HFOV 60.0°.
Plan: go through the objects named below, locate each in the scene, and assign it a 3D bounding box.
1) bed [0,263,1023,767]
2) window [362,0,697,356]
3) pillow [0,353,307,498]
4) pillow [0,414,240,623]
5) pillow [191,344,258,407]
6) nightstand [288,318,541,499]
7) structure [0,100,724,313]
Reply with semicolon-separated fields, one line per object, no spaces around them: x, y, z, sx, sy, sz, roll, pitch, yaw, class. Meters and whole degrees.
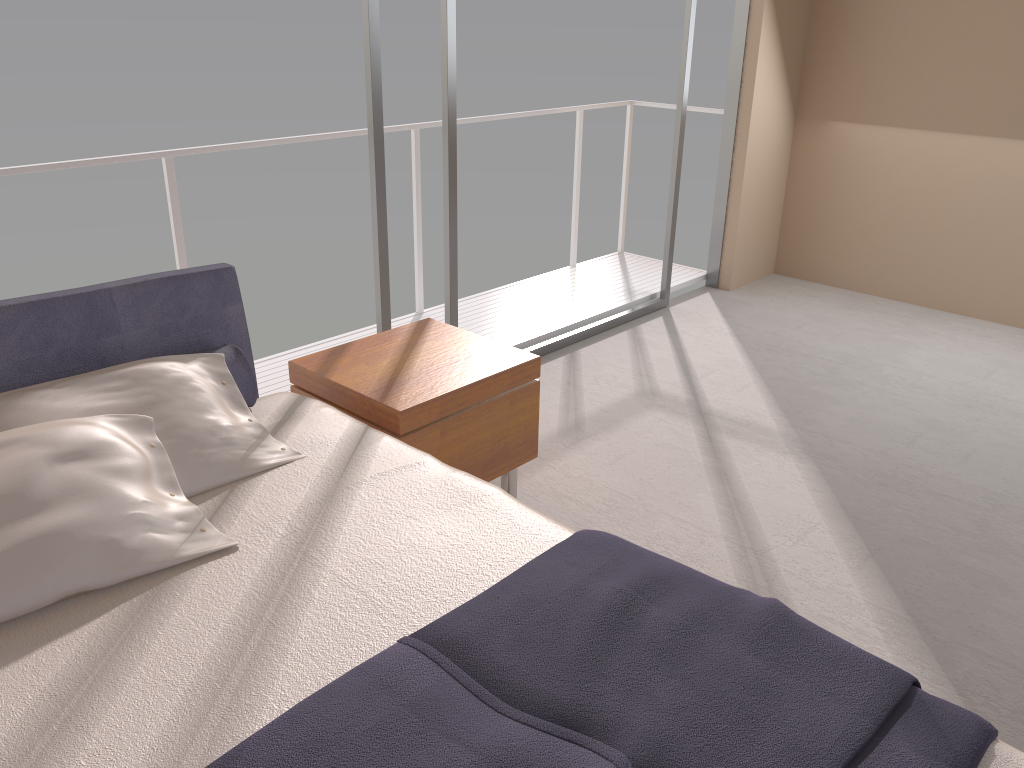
-0.536;0.633;1.500;2.462;0.959;2.017;21;30;38;bed
-1.132;-1.054;2.639;0.075;3.133;6.106;21;30;38;window
-0.949;0.147;2.134;0.791;0.265;0.400;-20;31;-40;pillow
-1.057;0.308;1.780;0.869;0.264;0.431;-17;29;-36;pillow
-1.282;0.176;2.076;0.205;0.201;1.470;21;30;38;pillow
-0.324;0.170;3.067;0.562;0.556;0.628;21;30;38;nightstand
-1.576;-0.209;3.145;0.728;1.005;7.689;21;30;38;structure
